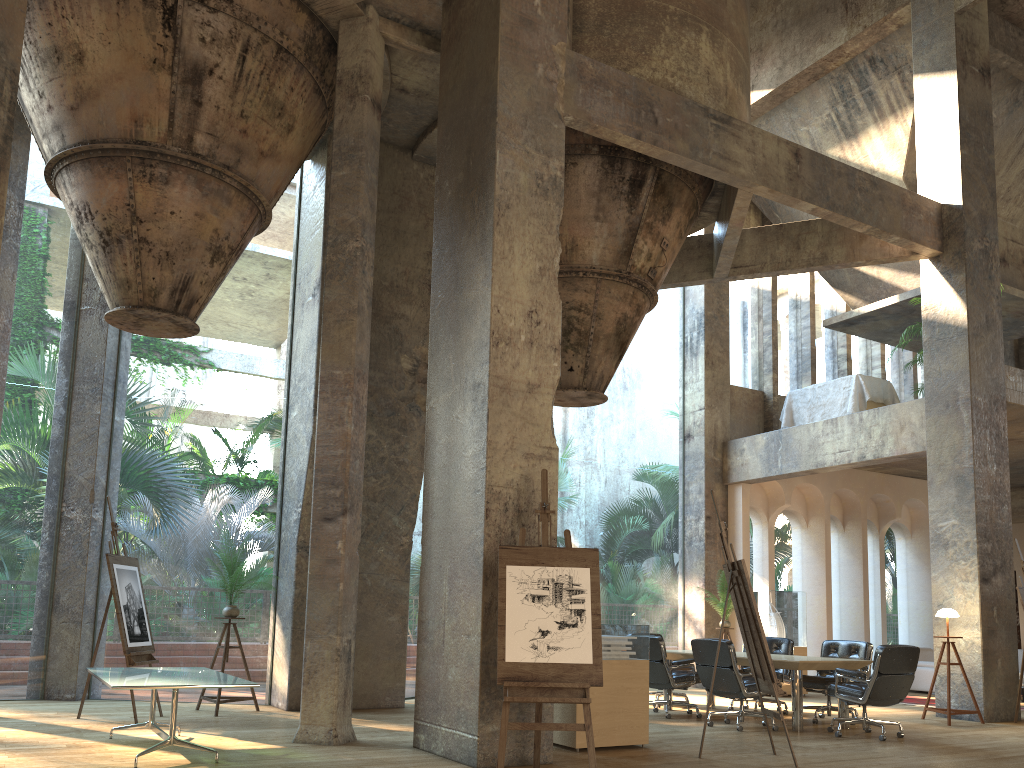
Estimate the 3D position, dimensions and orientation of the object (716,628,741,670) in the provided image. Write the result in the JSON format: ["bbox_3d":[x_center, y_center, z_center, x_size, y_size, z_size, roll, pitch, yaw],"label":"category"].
[{"bbox_3d":[3.248,4.229,13.465,0.660,0.952,0.582,-3,-11,24],"label":"object"}]

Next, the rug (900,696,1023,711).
[{"bbox_3d":[5.936,4.537,12.543,1.354,0.009,2.506,10,-17,-28],"label":"rug"}]

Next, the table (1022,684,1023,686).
[{"bbox_3d":[7.549,4.718,13.498,0.372,0.241,0.875,9,-16,-29],"label":"table"}]

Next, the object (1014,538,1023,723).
[{"bbox_3d":[5.972,2.793,9.907,0.706,2.103,0.693,7,-10,-31],"label":"object"}]

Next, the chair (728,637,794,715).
[{"bbox_3d":[3.007,3.511,10.633,0.733,0.874,0.835,-5,-13,33],"label":"chair"}]

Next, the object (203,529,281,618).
[{"bbox_3d":[-2.843,1.983,9.214,0.859,0.921,0.702,3,-10,-9],"label":"object"}]

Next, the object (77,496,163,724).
[{"bbox_3d":[-3.704,2.135,8.395,0.685,2.103,0.715,2,-8,-1],"label":"object"}]

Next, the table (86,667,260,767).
[{"bbox_3d":[-2.618,2.459,6.584,0.947,0.534,1.904,9,-16,-29],"label":"table"}]

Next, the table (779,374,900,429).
[{"bbox_3d":[5.159,0.413,13.912,1.122,0.784,1.780,9,-15,-29],"label":"table"}]

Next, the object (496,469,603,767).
[{"bbox_3d":[0.242,1.592,5.953,0.702,2.103,0.697,2,-8,-4],"label":"object"}]

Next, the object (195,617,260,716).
[{"bbox_3d":[-2.875,2.922,9.152,0.576,0.952,0.667,8,-12,-35],"label":"object"}]

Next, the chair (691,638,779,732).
[{"bbox_3d":[2.314,3.047,8.956,0.825,0.874,0.743,6,-12,-23],"label":"chair"}]

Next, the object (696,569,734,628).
[{"bbox_3d":[3.236,3.318,13.637,0.868,0.920,0.696,10,-14,-39],"label":"object"}]

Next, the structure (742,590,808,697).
[{"bbox_3d":[3.954,3.899,13.245,0.748,1.516,0.602,7,-10,-30],"label":"structure"}]

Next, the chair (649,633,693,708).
[{"bbox_3d":[1.919,3.614,11.133,0.736,0.874,0.832,9,-13,-35],"label":"chair"}]

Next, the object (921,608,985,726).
[{"bbox_3d":[4.918,3.215,10.060,0.663,1.271,0.578,7,-10,-29],"label":"object"}]

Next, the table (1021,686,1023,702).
[{"bbox_3d":[7.867,4.796,13.679,1.117,0.198,0.804,10,-17,-29],"label":"table"}]

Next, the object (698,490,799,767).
[{"bbox_3d":[1.821,1.907,6.984,0.684,2.103,0.715,1,-8,2],"label":"object"}]

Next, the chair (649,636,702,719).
[{"bbox_3d":[1.752,3.287,9.914,0.826,0.874,0.741,8,-12,-29],"label":"chair"}]

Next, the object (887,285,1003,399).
[{"bbox_3d":[6.081,-0.509,12.260,1.362,1.772,1.426,6,-11,-24],"label":"object"}]

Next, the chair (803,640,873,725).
[{"bbox_3d":[3.542,3.299,9.780,0.829,0.874,0.739,10,-13,-35],"label":"chair"}]

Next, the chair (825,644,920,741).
[{"bbox_3d":[3.441,2.960,8.513,0.736,0.874,0.833,9,-13,-33],"label":"chair"}]

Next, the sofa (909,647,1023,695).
[{"bbox_3d":[8.119,4.768,14.545,2.946,0.707,2.100,10,-16,-29],"label":"sofa"}]

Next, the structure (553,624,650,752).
[{"bbox_3d":[0.647,2.558,7.512,0.740,0.994,0.754,7,-12,-29],"label":"structure"}]

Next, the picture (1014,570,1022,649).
[{"bbox_3d":[9.982,4.683,18.070,1.513,1.736,0.070,8,-10,-30],"label":"picture"}]

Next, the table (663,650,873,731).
[{"bbox_3d":[2.665,3.386,9.841,1.111,0.684,2.453,9,-16,-29],"label":"table"}]
